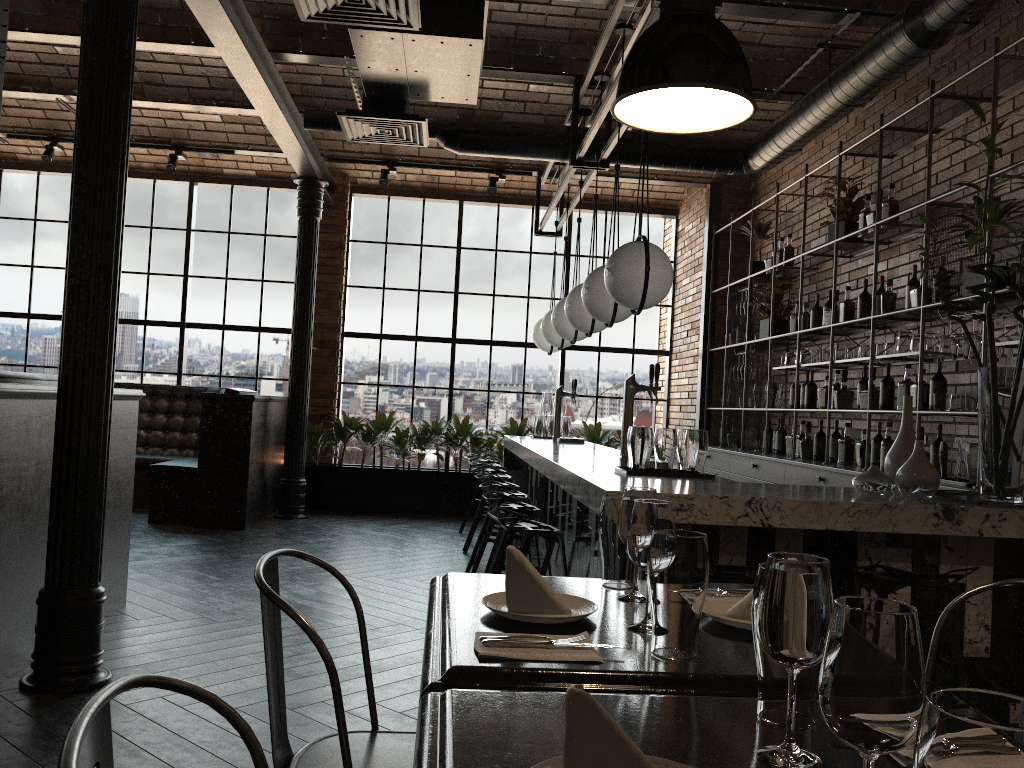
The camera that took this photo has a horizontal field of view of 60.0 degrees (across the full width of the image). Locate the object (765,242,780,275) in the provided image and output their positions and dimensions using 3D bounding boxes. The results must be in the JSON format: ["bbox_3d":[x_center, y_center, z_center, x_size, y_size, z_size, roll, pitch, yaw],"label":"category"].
[{"bbox_3d":[2.225,-1.066,7.521,0.123,0.279,0.123,3,-2,-16],"label":"object"}]

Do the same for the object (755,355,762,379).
[{"bbox_3d":[2.219,-0.156,7.915,0.092,0.244,0.092,3,-2,2],"label":"object"}]

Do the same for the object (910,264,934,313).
[{"bbox_3d":[2.360,-0.550,5.079,0.123,0.279,0.123,3,-2,4],"label":"object"}]

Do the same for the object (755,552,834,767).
[{"bbox_3d":[0.342,0.332,1.076,0.092,0.244,0.092,4,-2,-32],"label":"object"}]

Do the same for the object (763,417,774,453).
[{"bbox_3d":[2.153,0.428,7.440,0.086,0.299,0.086,2,-2,45],"label":"object"}]

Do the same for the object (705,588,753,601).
[{"bbox_3d":[0.480,0.478,2.020,0.255,0.019,0.157,3,-2,-4],"label":"object"}]

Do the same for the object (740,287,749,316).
[{"bbox_3d":[2.085,-0.737,7.918,0.092,0.244,0.092,3,-2,2],"label":"object"}]

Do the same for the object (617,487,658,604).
[{"bbox_3d":[0.277,0.352,1.950,0.092,0.244,0.092,4,-2,-32],"label":"object"}]

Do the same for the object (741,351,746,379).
[{"bbox_3d":[2.062,-0.167,7.804,0.092,0.244,0.092,3,-2,2],"label":"object"}]

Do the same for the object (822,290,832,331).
[{"bbox_3d":[2.285,-0.530,6.381,0.086,0.298,0.086,2,-2,45],"label":"object"}]

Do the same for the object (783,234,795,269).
[{"bbox_3d":[2.248,-1.076,7.198,0.083,0.282,0.083,3,-2,11],"label":"object"}]

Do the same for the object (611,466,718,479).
[{"bbox_3d":[0.684,0.399,4.010,0.437,0.019,0.273,3,-2,-4],"label":"object"}]

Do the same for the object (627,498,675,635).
[{"bbox_3d":[0.263,0.344,1.687,0.092,0.244,0.092,4,-2,-32],"label":"object"}]

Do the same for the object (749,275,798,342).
[{"bbox_3d":[2.186,-0.623,7.327,0.425,0.526,0.430,3,-2,8],"label":"object"}]

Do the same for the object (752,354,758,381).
[{"bbox_3d":[2.211,-0.153,8.025,0.092,0.244,0.092,3,-2,2],"label":"object"}]

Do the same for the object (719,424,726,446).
[{"bbox_3d":[2.066,0.455,8.622,0.086,0.299,0.086,2,-2,45],"label":"object"}]

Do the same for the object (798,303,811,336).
[{"bbox_3d":[2.245,-0.495,6.784,0.094,0.248,0.151,3,-2,0],"label":"object"}]

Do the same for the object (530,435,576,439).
[{"bbox_3d":[0.380,0.492,8.131,0.437,0.019,0.273,3,-2,-4],"label":"object"}]

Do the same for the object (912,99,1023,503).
[{"bbox_3d":[1.923,-0.316,3.470,0.673,1.546,0.584,2,-2,35],"label":"object"}]

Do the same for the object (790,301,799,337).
[{"bbox_3d":[2.235,-0.509,6.945,0.083,0.282,0.083,4,-2,-19],"label":"object"}]

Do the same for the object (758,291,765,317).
[{"bbox_3d":[2.249,-0.727,7.930,0.092,0.244,0.092,3,-2,2],"label":"object"}]

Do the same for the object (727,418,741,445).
[{"bbox_3d":[2.071,0.455,8.273,0.123,0.279,0.123,3,-2,9],"label":"object"}]

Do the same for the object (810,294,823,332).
[{"bbox_3d":[2.274,-0.523,6.615,0.086,0.298,0.086,2,-2,45],"label":"object"}]

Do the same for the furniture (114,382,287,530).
[{"bbox_3d":[-5.000,0.514,8.325,5.451,1.212,1.979,3,-2,-4],"label":"furniture"}]

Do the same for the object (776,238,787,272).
[{"bbox_3d":[2.236,-1.072,7.363,0.083,0.282,0.083,4,-2,-19],"label":"object"}]

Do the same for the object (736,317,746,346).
[{"bbox_3d":[2.140,-0.488,8.280,0.086,0.299,0.086,2,-2,45],"label":"object"}]

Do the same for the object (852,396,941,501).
[{"bbox_3d":[1.528,0.241,3.447,0.319,0.397,0.316,2,-2,45],"label":"object"}]

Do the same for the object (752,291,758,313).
[{"bbox_3d":[2.100,-0.741,7.716,0.092,0.244,0.092,3,-2,2],"label":"object"}]

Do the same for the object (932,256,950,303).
[{"bbox_3d":[2.388,-0.562,4.931,0.086,0.297,0.086,2,-2,45],"label":"object"}]

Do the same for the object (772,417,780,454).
[{"bbox_3d":[2.190,0.425,7.285,0.086,0.298,0.086,2,-2,45],"label":"object"}]

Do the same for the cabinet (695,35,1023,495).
[{"bbox_3d":[2.168,-0.357,7.217,0.564,3.779,7.075,3,-2,-4],"label":"cabinet"}]

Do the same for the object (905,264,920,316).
[{"bbox_3d":[2.369,-0.555,5.227,0.086,0.299,0.086,2,-2,45],"label":"object"}]

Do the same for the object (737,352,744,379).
[{"bbox_3d":[2.054,-0.165,7.903,0.092,0.244,0.092,3,-2,2],"label":"object"}]

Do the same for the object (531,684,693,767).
[{"bbox_3d":[0.122,0.374,0.898,0.232,0.139,0.232,3,-2,-10],"label":"object"}]

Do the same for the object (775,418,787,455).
[{"bbox_3d":[2.175,0.421,7.165,0.086,0.298,0.086,2,-2,45],"label":"object"}]

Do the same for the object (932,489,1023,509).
[{"bbox_3d":[1.909,0.452,3.465,0.622,0.014,0.622,4,-2,-32],"label":"object"}]

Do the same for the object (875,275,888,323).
[{"bbox_3d":[2.362,-0.545,5.672,0.086,0.298,0.086,2,-2,45],"label":"object"}]

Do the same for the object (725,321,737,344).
[{"bbox_3d":[2.111,-0.474,8.433,0.123,0.279,0.123,3,-2,-15],"label":"object"}]

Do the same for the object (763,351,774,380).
[{"bbox_3d":[2.234,-0.160,7.713,0.092,0.244,0.092,3,-2,2],"label":"object"}]

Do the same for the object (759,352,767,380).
[{"bbox_3d":[2.226,-0.158,7.816,0.092,0.244,0.092,3,-2,2],"label":"object"}]

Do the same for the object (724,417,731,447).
[{"bbox_3d":[2.049,0.448,8.429,0.086,0.297,0.086,2,-2,30],"label":"object"}]

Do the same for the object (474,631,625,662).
[{"bbox_3d":[0.062,0.443,1.514,0.255,0.019,0.157,3,-2,-4],"label":"object"}]

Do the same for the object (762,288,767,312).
[{"bbox_3d":[2.256,-0.730,7.831,0.092,0.244,0.092,3,-2,2],"label":"object"}]

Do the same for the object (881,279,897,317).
[{"bbox_3d":[2.340,-0.524,5.509,0.094,0.248,0.151,2,-2,25],"label":"object"}]

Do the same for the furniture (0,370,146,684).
[{"bbox_3d":[-4.653,0.408,3.606,5.451,1.212,1.979,3,-2,-4],"label":"furniture"}]

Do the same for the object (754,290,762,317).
[{"bbox_3d":[2.241,-0.725,8.040,0.092,0.244,0.092,3,-2,2],"label":"object"}]

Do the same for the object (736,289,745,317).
[{"bbox_3d":[2.077,-0.734,8.028,0.092,0.244,0.092,3,-2,2],"label":"object"}]

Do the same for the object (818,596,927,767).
[{"bbox_3d":[0.328,0.324,0.813,0.092,0.244,0.092,4,-2,-32],"label":"object"}]

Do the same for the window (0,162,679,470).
[{"bbox_3d":[-6.253,-0.793,9.487,16.179,3.253,0.168,3,-2,-4],"label":"window"}]

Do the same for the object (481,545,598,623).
[{"bbox_3d":[0.057,0.394,1.773,0.232,0.139,0.232,3,-2,-10],"label":"object"}]

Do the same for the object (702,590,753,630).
[{"bbox_3d":[0.500,0.418,1.799,0.232,0.139,0.232,3,-2,-10],"label":"object"}]

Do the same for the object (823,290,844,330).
[{"bbox_3d":[2.274,-0.524,6.238,0.123,0.279,0.123,3,-2,-16],"label":"object"}]

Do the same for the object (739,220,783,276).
[{"bbox_3d":[2.226,-1.193,7.936,0.422,0.554,0.377,3,-2,-17],"label":"object"}]

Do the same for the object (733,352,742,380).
[{"bbox_3d":[2.046,-0.162,8.013,0.092,0.244,0.092,3,-2,2],"label":"object"}]

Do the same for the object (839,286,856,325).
[{"bbox_3d":[2.300,-0.529,6.079,0.083,0.282,0.083,3,-2,-4],"label":"object"}]

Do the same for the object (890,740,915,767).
[{"bbox_3d":[0.545,0.458,1.146,0.255,0.019,0.157,3,-2,-4],"label":"object"}]

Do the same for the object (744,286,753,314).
[{"bbox_3d":[2.092,-0.739,7.819,0.092,0.244,0.092,3,-2,2],"label":"object"}]

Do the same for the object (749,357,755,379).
[{"bbox_3d":[2.069,-0.169,7.701,0.092,0.244,0.092,3,-2,2],"label":"object"}]

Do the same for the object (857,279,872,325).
[{"bbox_3d":[2.322,-0.543,5.834,0.086,0.299,0.086,2,-2,45],"label":"object"}]
